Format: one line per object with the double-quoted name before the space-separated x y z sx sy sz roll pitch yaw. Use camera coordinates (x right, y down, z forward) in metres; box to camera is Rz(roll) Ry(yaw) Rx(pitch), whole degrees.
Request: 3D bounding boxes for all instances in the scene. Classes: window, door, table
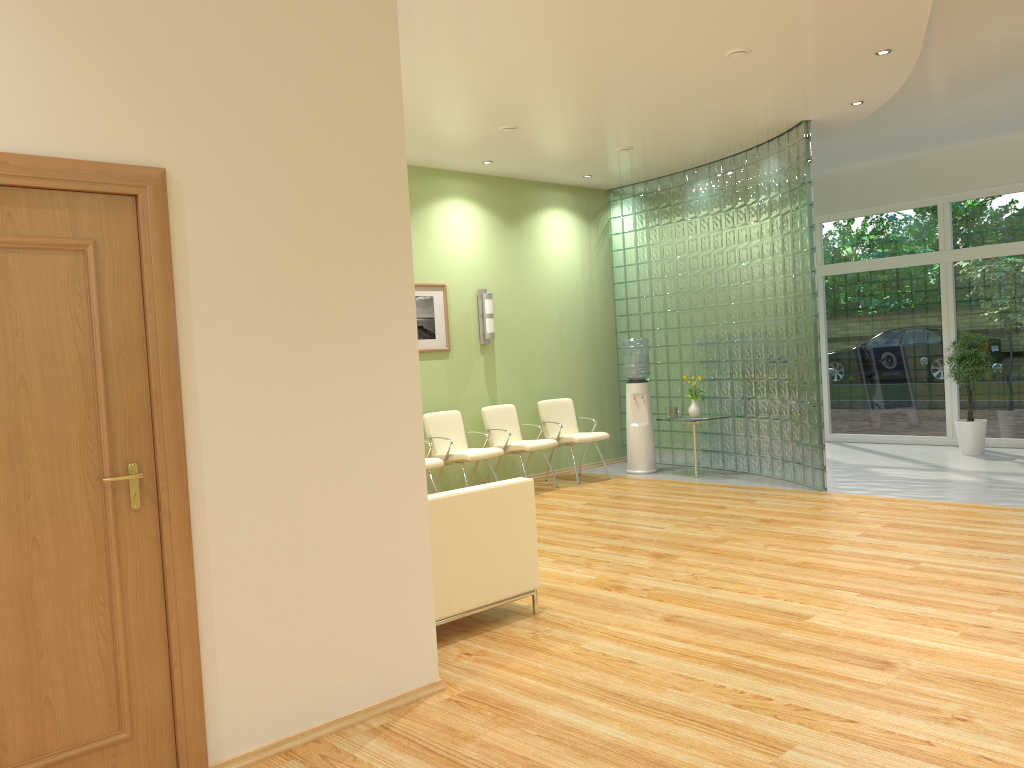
"window" 6.521 -0.783 9.284 0.092 3.000 9.401 -5 3 -43
"door" -1.494 0.399 2.712 0.823 2.001 0.098 -5 3 -43
"table" 1.982 0.668 9.612 0.581 0.614 0.581 -4 2 -29

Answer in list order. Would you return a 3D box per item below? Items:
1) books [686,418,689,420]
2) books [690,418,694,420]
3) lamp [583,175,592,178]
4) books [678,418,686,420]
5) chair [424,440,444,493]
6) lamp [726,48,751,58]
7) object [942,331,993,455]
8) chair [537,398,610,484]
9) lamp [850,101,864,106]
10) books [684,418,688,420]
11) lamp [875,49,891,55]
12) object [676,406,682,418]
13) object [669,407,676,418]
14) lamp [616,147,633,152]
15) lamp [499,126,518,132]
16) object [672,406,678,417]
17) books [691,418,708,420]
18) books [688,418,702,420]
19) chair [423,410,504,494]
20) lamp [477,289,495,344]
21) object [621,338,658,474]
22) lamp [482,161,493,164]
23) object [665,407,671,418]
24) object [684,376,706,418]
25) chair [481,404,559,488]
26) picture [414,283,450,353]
"books" 1.919 0.370 9.381 0.150 0.004 0.210 -3 2 12
"books" 1.955 0.368 9.380 0.150 0.004 0.210 -4 2 -8
"lamp" 0.844 -2.320 9.912 0.105 0.011 0.105 -2 2 28
"books" 1.858 0.372 9.419 0.210 0.004 0.150 -5 3 -38
"chair" -1.000 0.760 8.153 0.536 0.881 0.650 -5 3 -38
"lamp" 1.521 -2.215 5.960 0.167 0.024 0.167 -3 2 -4
"object" 5.107 0.092 9.911 0.503 1.376 0.590 -2 2 27
"chair" 0.676 0.607 9.722 0.536 0.881 0.650 -5 3 -38
"lamp" 2.895 -2.354 7.439 0.105 0.011 0.105 -4 2 -27
"books" 1.902 0.371 9.387 0.150 0.004 0.210 -3 2 22
"lamp" 2.562 -2.288 6.122 0.105 0.011 0.105 -3 2 17
"object" 1.827 0.307 9.686 0.071 0.119 0.072 -5 3 -43
"object" 1.752 0.313 9.648 0.071 0.119 0.072 -5 3 -43
"lamp" 1.101 -2.285 8.673 0.167 0.024 0.167 -2 2 30
"lamp" -0.028 -2.182 7.614 0.167 0.024 0.167 -3 2 8
"object" 1.790 0.307 9.757 0.071 0.119 0.072 -5 3 -43
"books" 1.973 0.366 9.384 0.150 0.004 0.210 -4 2 -18
"books" 1.937 0.369 9.379 0.150 0.004 0.210 -3 2 2
"chair" 14.689 -0.182 7.247 31.281 0.986 0.752 -3 2 5
"lamp" -0.267 -0.719 9.405 0.134 0.580 0.142 -5 3 -43
"object" 1.423 0.241 9.974 0.353 1.506 0.353 -5 2 -36
"lamp" -0.247 -2.220 8.887 0.105 0.011 0.105 -2 2 28
"object" 1.713 0.313 9.722 0.071 0.119 0.072 -5 3 -43
"object" 1.972 0.132 9.582 0.219 0.459 0.201 -4 2 -13
"chair" 14.982 -0.209 7.529 30.806 0.986 0.748 -3 2 6
"picture" -1.018 -0.653 8.780 1.000 0.700 0.025 -5 3 -43
